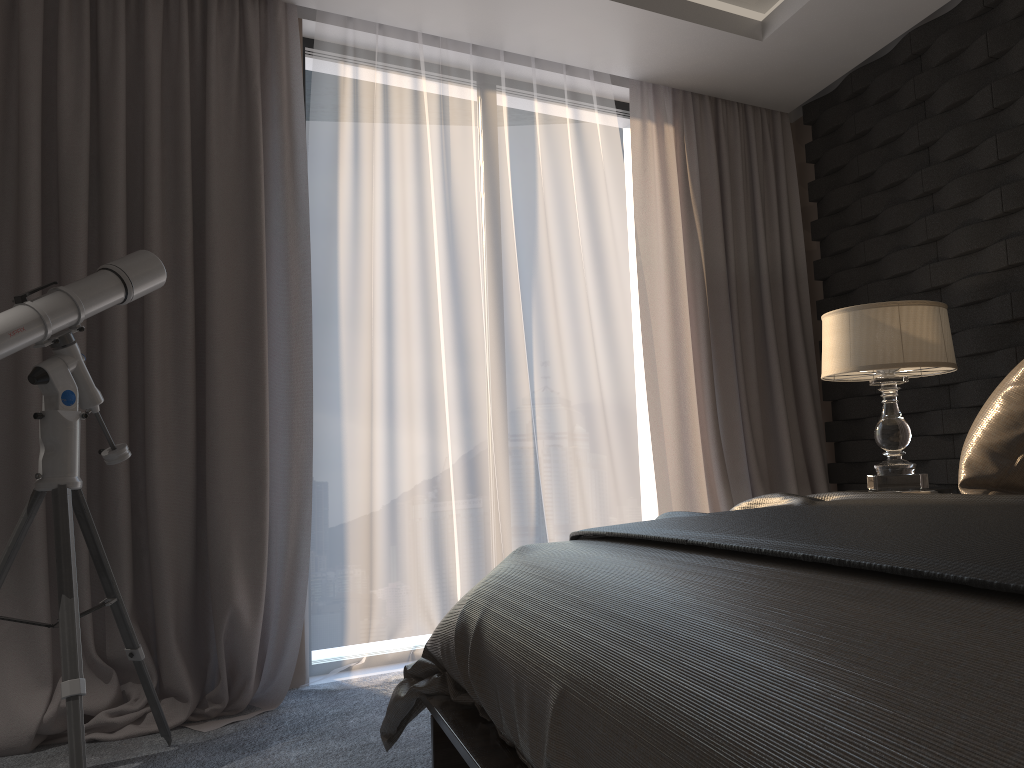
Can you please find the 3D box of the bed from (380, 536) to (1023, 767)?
[{"bbox_3d":[1.075,0.518,1.484,2.376,0.624,2.210,-1,-6,-18],"label":"bed"}]

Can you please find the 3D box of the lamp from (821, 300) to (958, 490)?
[{"bbox_3d":[1.343,0.055,3.126,0.455,0.631,0.476,-4,-6,14],"label":"lamp"}]

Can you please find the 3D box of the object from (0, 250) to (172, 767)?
[{"bbox_3d":[-1.153,0.292,2.151,0.646,1.406,0.568,1,-6,-26],"label":"object"}]

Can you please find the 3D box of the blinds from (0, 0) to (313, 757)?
[{"bbox_3d":[-1.160,-0.258,2.817,1.100,2.643,0.341,1,-7,-28],"label":"blinds"}]

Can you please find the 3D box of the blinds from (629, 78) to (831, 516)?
[{"bbox_3d":[1.080,-0.240,4.098,1.049,2.642,0.324,1,-7,-29],"label":"blinds"}]

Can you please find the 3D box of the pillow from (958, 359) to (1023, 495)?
[{"bbox_3d":[1.426,-0.035,1.720,0.930,0.519,1.216,-1,-6,-16],"label":"pillow"}]

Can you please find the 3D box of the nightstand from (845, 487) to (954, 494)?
[{"bbox_3d":[1.365,0.668,3.049,0.559,0.604,0.542,-2,-6,-6],"label":"nightstand"}]

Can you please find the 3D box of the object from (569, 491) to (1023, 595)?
[{"bbox_3d":[0.628,0.345,1.336,0.641,0.322,1.978,-1,-6,-17],"label":"object"}]
